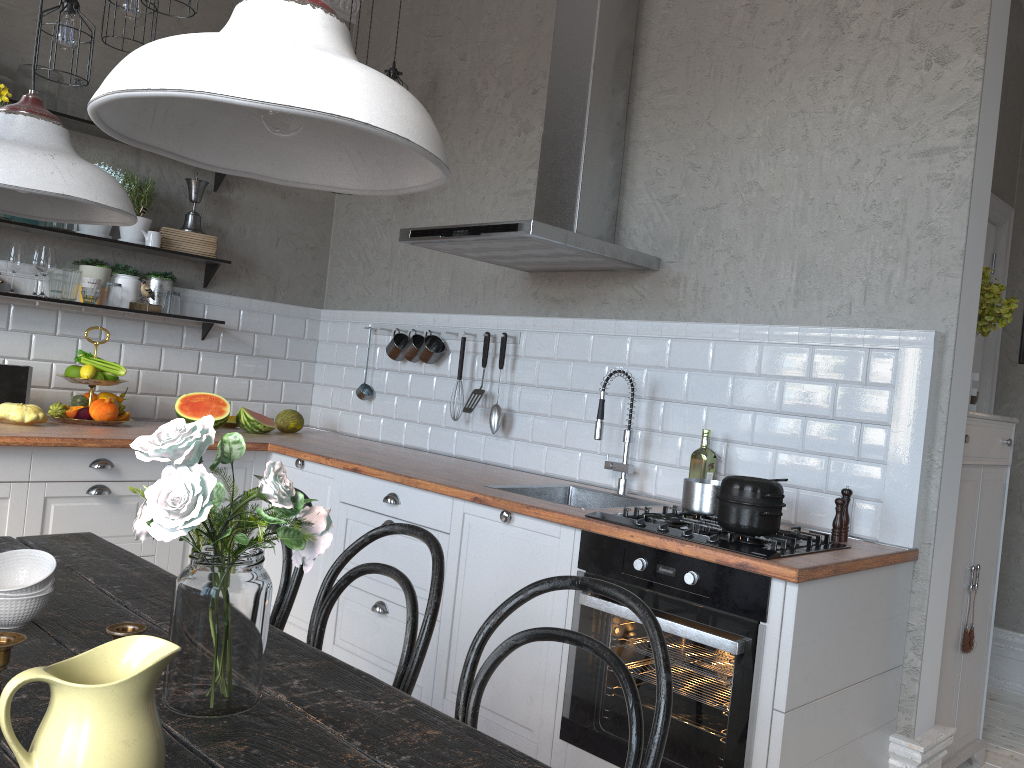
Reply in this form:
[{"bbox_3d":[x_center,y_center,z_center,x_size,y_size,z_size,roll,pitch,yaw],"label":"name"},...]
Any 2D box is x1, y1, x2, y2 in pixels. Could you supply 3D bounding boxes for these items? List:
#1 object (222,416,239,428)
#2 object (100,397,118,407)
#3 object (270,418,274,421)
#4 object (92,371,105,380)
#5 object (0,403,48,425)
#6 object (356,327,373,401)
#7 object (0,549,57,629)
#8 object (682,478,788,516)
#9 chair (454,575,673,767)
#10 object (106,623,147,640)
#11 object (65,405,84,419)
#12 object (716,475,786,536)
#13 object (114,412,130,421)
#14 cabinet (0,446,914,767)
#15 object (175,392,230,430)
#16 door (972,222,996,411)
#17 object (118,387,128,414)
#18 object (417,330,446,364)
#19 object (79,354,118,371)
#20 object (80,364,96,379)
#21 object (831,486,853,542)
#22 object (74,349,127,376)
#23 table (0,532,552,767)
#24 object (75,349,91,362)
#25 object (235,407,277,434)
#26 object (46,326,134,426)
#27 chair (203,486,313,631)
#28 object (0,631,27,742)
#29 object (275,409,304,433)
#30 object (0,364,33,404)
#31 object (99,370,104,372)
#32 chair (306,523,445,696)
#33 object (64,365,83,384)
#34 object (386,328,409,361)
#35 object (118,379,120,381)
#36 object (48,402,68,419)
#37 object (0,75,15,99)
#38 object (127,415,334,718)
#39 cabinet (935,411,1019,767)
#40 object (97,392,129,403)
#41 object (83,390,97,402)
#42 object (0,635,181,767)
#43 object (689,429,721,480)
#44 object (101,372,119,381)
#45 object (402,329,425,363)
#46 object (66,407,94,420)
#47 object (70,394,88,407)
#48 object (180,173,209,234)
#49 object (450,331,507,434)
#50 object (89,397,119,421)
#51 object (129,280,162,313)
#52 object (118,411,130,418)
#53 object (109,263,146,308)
[{"bbox_3d":[-1.405,0.183,4.371,0.203,0.067,0.101,6,0,-39],"label":"object"},{"bbox_3d":[-1.764,0.094,3.858,0.090,0.078,0.086,6,0,-19],"label":"object"},{"bbox_3d":[-1.253,0.196,4.392,0.119,0.073,0.201,6,0,8],"label":"object"},{"bbox_3d":[-1.789,-0.026,3.811,0.065,0.061,0.065,6,0,44],"label":"object"},{"bbox_3d":[-1.949,0.117,3.507,0.185,0.083,0.201,6,0,45],"label":"object"},{"bbox_3d":[-0.739,-0.104,4.529,0.081,0.379,0.078,6,0,44],"label":"object"},{"bbox_3d":[-0.851,0.350,1.507,0.127,0.119,0.125,6,0,-30],"label":"object"},{"bbox_3d":[0.686,0.343,2.788,0.306,0.134,0.173,6,0,-12],"label":"object"},{"bbox_3d":[-0.068,0.768,1.272,0.428,0.920,0.561,6,0,42],"label":"chair"},{"bbox_3d":[-0.462,0.369,1.041,0.060,0.167,0.058,6,0,-32],"label":"object"},{"bbox_3d":[-1.879,0.121,3.789,0.086,0.057,0.087,6,0,-14],"label":"object"},{"bbox_3d":[0.655,0.333,2.435,0.190,0.147,0.193,6,0,24],"label":"object"},{"bbox_3d":[-1.728,0.145,3.888,0.090,0.051,0.068,6,0,2],"label":"object"},{"bbox_3d":[-0.892,0.703,3.123,4.198,0.854,1.986,6,0,0],"label":"cabinet"},{"bbox_3d":[-1.415,0.129,4.047,0.239,0.174,0.214,6,0,-24],"label":"object"},{"bbox_3d":[1.922,0.314,3.918,0.078,2.183,0.767,6,0,44],"label":"door"},{"bbox_3d":[-1.755,0.073,3.955,0.062,0.120,0.123,6,0,-22],"label":"object"},{"bbox_3d":[-0.378,-0.173,4.166,0.110,0.161,0.134,6,0,-29],"label":"object"},{"bbox_3d":[-1.816,-0.085,3.913,0.184,0.096,0.086,6,0,-26],"label":"object"},{"bbox_3d":[-1.806,-0.051,3.770,0.060,0.069,0.077,6,0,-26],"label":"object"},{"bbox_3d":[0.996,0.390,2.672,0.035,0.167,0.074,6,0,44],"label":"object"},{"bbox_3d":[-1.787,-0.092,3.846,0.215,0.101,0.065,6,0,-39],"label":"object"},{"bbox_3d":[-0.782,0.786,1.317,1.878,0.735,0.924,6,0,44],"label":"table"},{"bbox_3d":[-1.835,-0.119,3.801,0.050,0.058,0.074,6,0,21],"label":"object"},{"bbox_3d":[-1.198,0.176,4.201,0.146,0.127,0.228,6,0,27],"label":"object"},{"bbox_3d":[-1.822,-0.039,3.853,0.345,0.425,0.358,6,0,29],"label":"object"},{"bbox_3d":[-0.768,0.692,1.977,0.428,0.920,0.561,6,0,42],"label":"chair"},{"bbox_3d":[-0.574,0.355,0.975,0.063,0.172,0.061,6,0,-24],"label":"object"},{"bbox_3d":[-1.119,0.187,4.458,0.131,0.119,0.205,6,0,8],"label":"object"},{"bbox_3d":[-2.152,0.024,3.574,0.086,0.226,0.359,6,0,44],"label":"object"},{"bbox_3d":[-1.808,-0.035,3.931,0.064,0.060,0.064,6,0,32],"label":"object"},{"bbox_3d":[-0.443,0.727,1.634,0.561,0.920,0.429,6,0,-38],"label":"chair"},{"bbox_3d":[-1.870,-0.042,3.811,0.099,0.078,0.097,6,0,31],"label":"object"},{"bbox_3d":[-0.550,-0.192,4.347,0.110,0.161,0.134,6,0,-34],"label":"object"},{"bbox_3d":[-1.765,-0.025,3.925,0.053,0.050,0.048,6,0,-36],"label":"object"},{"bbox_3d":[-1.932,0.112,3.785,0.077,0.072,0.150,6,0,-16],"label":"object"},{"bbox_3d":[-2.133,-1.223,3.688,0.101,0.111,0.105,6,0,44],"label":"object"},{"bbox_3d":[-0.402,0.250,1.258,0.246,0.414,0.318,6,0,43],"label":"object"},{"bbox_3d":[1.467,0.735,3.179,0.375,1.297,0.681,6,0,44],"label":"cabinet"},{"bbox_3d":[-1.779,0.064,3.940,0.058,0.056,0.129,6,0,37],"label":"object"},{"bbox_3d":[-1.865,0.073,3.912,0.085,0.093,0.087,6,0,40],"label":"object"},{"bbox_3d":[-0.442,0.370,0.944,0.135,0.170,0.150,6,0,6],"label":"object"},{"bbox_3d":[0.676,0.299,3.081,0.080,0.282,0.091,6,0,45],"label":"object"},{"bbox_3d":[-1.774,-0.023,3.875,0.099,0.062,0.076,6,0,17],"label":"object"},{"bbox_3d":[-0.460,-0.182,4.260,0.111,0.161,0.134,6,0,-44],"label":"object"},{"bbox_3d":[-1.880,0.130,3.811,0.225,0.076,0.071,6,0,26],"label":"object"},{"bbox_3d":[-1.894,0.081,3.894,0.080,0.076,0.152,6,0,-19],"label":"object"},{"bbox_3d":[-1.548,-0.875,4.319,0.128,0.287,0.133,6,0,29],"label":"object"},{"bbox_3d":[-0.151,-0.014,3.897,0.322,0.443,0.083,6,0,45],"label":"object"},{"bbox_3d":[-1.741,0.108,3.777,0.110,0.110,0.114,6,0,12],"label":"object"},{"bbox_3d":[-1.705,-0.410,4.142,0.100,0.147,0.119,6,0,12],"label":"object"},{"bbox_3d":[-1.824,0.125,3.959,0.218,0.044,0.053,6,0,-9],"label":"object"},{"bbox_3d":[-1.815,-0.456,4.148,0.175,0.214,0.145,6,0,-16],"label":"object"}]
